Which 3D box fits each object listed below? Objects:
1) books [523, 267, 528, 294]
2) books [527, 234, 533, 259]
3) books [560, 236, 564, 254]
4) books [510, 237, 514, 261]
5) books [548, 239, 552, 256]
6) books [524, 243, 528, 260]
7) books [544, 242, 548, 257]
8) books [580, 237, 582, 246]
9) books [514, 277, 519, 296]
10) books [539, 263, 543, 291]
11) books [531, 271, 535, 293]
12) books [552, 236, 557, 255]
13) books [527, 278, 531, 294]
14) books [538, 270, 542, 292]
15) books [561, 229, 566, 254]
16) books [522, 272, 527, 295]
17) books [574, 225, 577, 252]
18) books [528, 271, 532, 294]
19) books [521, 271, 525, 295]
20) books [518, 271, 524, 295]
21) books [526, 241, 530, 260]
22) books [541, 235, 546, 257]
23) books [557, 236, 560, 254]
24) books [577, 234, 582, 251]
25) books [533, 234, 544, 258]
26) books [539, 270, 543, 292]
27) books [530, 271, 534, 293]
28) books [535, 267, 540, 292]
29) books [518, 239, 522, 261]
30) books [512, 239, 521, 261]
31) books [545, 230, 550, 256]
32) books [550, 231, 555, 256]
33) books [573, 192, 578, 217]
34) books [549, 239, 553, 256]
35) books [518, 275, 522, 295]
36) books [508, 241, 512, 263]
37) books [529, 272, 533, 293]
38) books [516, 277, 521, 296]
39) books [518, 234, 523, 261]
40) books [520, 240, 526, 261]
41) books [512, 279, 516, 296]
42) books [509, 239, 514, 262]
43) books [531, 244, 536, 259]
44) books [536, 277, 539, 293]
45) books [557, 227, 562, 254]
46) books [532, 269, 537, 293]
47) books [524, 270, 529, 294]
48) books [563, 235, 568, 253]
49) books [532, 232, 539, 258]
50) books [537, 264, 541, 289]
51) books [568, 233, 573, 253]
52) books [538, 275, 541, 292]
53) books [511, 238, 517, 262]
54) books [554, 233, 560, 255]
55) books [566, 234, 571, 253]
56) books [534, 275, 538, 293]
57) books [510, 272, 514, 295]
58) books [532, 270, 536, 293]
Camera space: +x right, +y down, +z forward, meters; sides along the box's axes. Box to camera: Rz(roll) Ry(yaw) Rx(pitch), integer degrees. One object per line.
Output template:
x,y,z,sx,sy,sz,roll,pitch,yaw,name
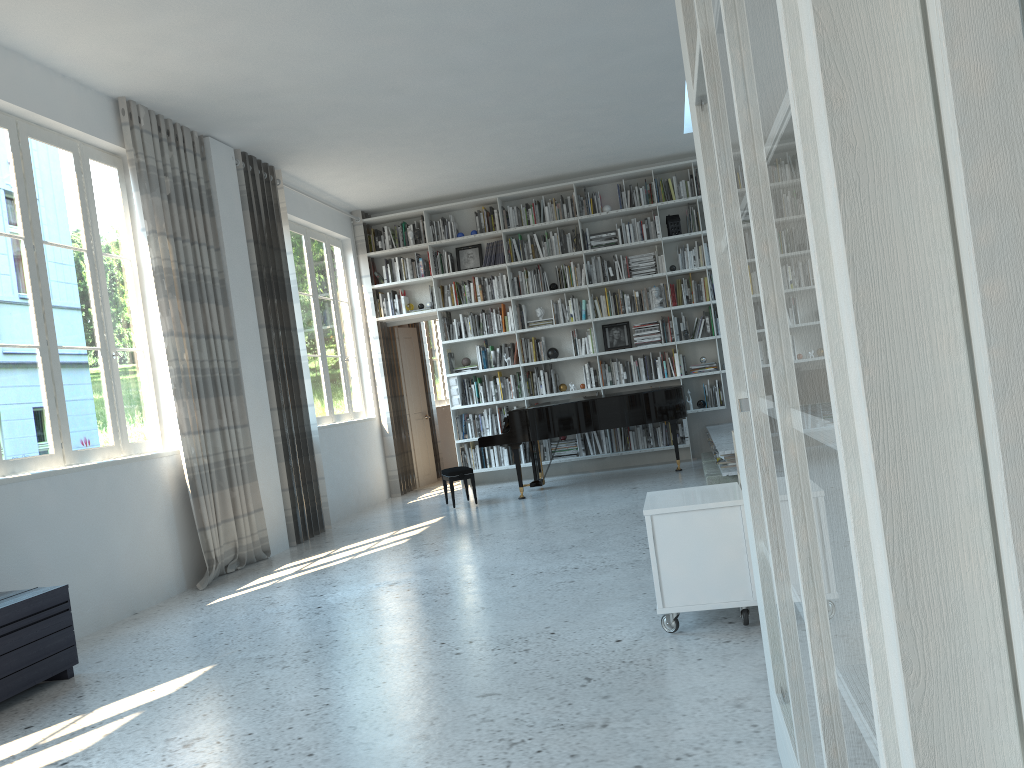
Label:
0.166,-1.129,9.814,0.011,0.317,0.154,-8,0,10,books
0.211,-1.494,9.783,0.023,0.293,0.155,-8,0,10,books
0.556,-1.502,9.735,0.024,0.213,0.150,-8,0,10,books
0.019,-1.475,9.844,0.014,0.309,0.130,-8,0,10,books
0.428,-1.483,9.771,0.024,0.212,0.128,-8,0,10,books
0.168,-1.441,9.800,0.024,0.201,0.153,-8,0,10,books
0.389,-1.462,9.753,0.028,0.180,0.168,-8,0,10,books
0.773,-1.522,9.708,0.019,0.194,0.098,-8,0,10,books
0.061,-1.068,9.846,0.029,0.225,0.136,-8,0,10,books
0.331,-1.159,9.783,0.005,0.331,0.161,-8,0,10,books
0.247,-1.110,9.796,0.011,0.256,0.152,-8,0,10,books
0.478,-1.497,9.723,0.021,0.226,0.191,-8,0,10,books
0.203,-1.069,9.804,0.029,0.187,0.149,-8,0,10,books
0.322,-1.123,9.775,0.010,0.262,0.158,-8,0,10,books
0.573,-1.543,9.733,0.022,0.290,0.146,-8,0,10,books
0.151,-1.100,9.804,0.024,0.262,0.177,-8,0,10,books
0.695,-1.566,9.689,0.058,0.302,0.175,-8,0,10,books
0.211,-1.108,9.777,0.009,0.263,0.189,-8,0,10,books
0.132,-1.104,9.806,0.012,0.276,0.157,-8,0,10,books
0.115,-1.103,9.813,0.026,0.279,0.151,-8,0,10,books
0.191,-1.454,9.788,0.029,0.219,0.157,-8,0,10,books
0.358,-1.500,9.764,0.027,0.265,0.168,-8,0,10,books
0.524,-1.506,9.730,0.013,0.231,0.141,-8,0,10,books
0.748,-1.528,9.705,0.028,0.212,0.134,-8,0,10,books
0.304,-1.503,9.758,0.075,0.285,0.178,-8,0,10,books
0.328,-1.151,9.786,0.005,0.316,0.157,-8,0,10,books
0.236,-1.111,9.798,0.010,0.261,0.169,-8,0,10,books
0.293,-1.134,9.774,0.011,0.291,0.176,-8,0,10,books
0.105,-1.462,9.805,0.011,0.260,0.157,-8,0,10,books
0.067,-1.464,9.819,0.067,0.274,0.168,-8,0,10,books
0.400,-1.528,9.749,0.012,0.308,0.145,-8,0,10,books
0.455,-1.524,9.751,0.026,0.286,0.137,-8,0,10,books
0.707,-1.932,9.673,0.026,0.288,0.176,-8,0,10,books
0.440,-1.483,9.742,0.010,0.208,0.173,-8,0,10,books
0.101,-1.081,9.824,0.012,0.240,0.134,-8,0,10,books
-0.014,-1.444,9.815,0.023,0.256,0.174,-8,0,10,books
0.222,-1.104,9.776,0.012,0.251,0.184,-8,0,10,books
0.087,-1.069,9.840,0.024,0.219,0.140,-8,0,10,books
0.110,-1.491,9.794,0.012,0.315,0.171,-8,0,10,books
0.136,-1.458,9.792,0.031,0.242,0.181,-8,0,10,books
0.036,-1.056,9.826,0.015,0.208,0.186,-8,0,10,books
0.004,-1.460,9.826,0.013,0.283,0.158,-8,0,10,books
0.248,-1.442,9.788,0.034,0.180,0.160,-8,0,10,books
0.291,-1.101,9.796,0.011,0.226,0.129,-8,0,10,books
0.528,-1.549,9.717,0.011,0.313,0.183,-8,0,10,books
0.262,-1.124,9.782,0.011,0.279,0.169,-8,0,10,books
0.174,-1.114,9.791,0.010,0.283,0.183,-8,0,10,books
0.600,-1.510,9.708,0.030,0.218,0.182,-8,0,10,books
0.263,-1.512,9.791,0.013,0.315,0.135,-8,0,10,books
0.312,-1.152,9.783,0.004,0.321,0.153,-8,0,10,books
0.650,-1.527,9.718,0.025,0.237,0.153,-8,0,10,books
0.314,-1.099,9.797,0.012,0.217,0.133,-8,0,10,books
0.028,-1.465,9.820,0.010,0.287,0.148,-8,0,10,books
0.503,-1.518,9.737,0.028,0.261,0.135,-8,0,10,books
0.625,-1.516,9.707,0.022,0.222,0.161,-8,0,10,books
0.277,-1.090,9.773,0.011,0.209,0.181,-8,0,10,books
0.021,-1.093,9.845,0.012,0.285,0.159,-8,0,10,books
0.253,-1.113,9.778,0.009,0.261,0.180,-8,0,10,books
